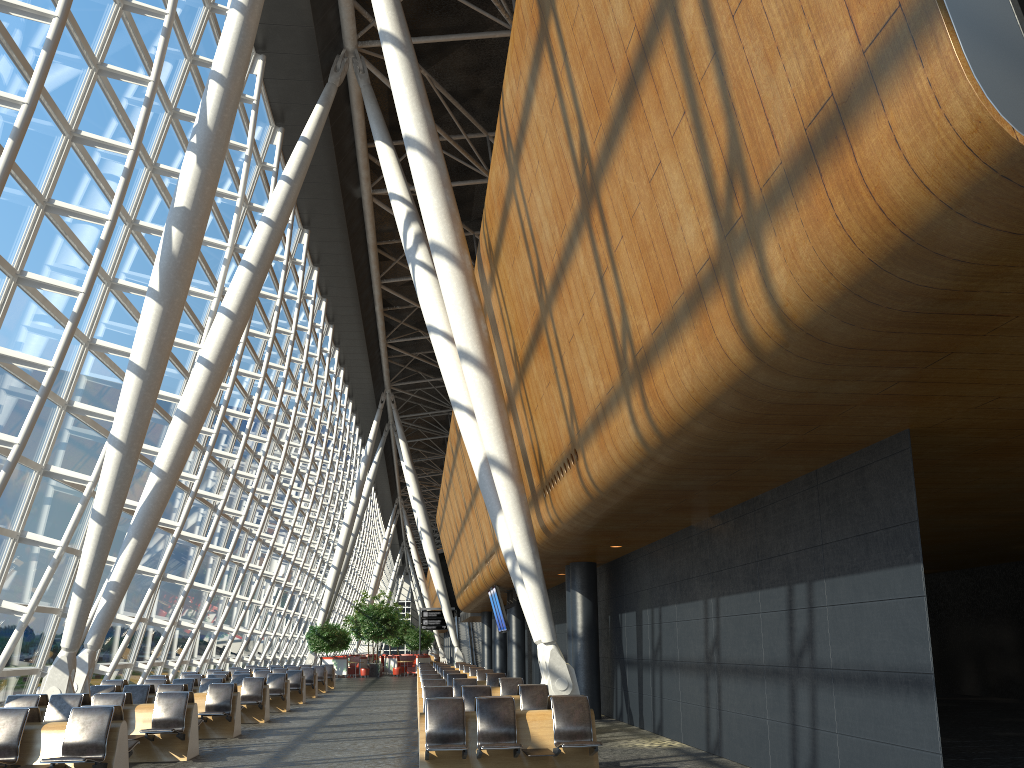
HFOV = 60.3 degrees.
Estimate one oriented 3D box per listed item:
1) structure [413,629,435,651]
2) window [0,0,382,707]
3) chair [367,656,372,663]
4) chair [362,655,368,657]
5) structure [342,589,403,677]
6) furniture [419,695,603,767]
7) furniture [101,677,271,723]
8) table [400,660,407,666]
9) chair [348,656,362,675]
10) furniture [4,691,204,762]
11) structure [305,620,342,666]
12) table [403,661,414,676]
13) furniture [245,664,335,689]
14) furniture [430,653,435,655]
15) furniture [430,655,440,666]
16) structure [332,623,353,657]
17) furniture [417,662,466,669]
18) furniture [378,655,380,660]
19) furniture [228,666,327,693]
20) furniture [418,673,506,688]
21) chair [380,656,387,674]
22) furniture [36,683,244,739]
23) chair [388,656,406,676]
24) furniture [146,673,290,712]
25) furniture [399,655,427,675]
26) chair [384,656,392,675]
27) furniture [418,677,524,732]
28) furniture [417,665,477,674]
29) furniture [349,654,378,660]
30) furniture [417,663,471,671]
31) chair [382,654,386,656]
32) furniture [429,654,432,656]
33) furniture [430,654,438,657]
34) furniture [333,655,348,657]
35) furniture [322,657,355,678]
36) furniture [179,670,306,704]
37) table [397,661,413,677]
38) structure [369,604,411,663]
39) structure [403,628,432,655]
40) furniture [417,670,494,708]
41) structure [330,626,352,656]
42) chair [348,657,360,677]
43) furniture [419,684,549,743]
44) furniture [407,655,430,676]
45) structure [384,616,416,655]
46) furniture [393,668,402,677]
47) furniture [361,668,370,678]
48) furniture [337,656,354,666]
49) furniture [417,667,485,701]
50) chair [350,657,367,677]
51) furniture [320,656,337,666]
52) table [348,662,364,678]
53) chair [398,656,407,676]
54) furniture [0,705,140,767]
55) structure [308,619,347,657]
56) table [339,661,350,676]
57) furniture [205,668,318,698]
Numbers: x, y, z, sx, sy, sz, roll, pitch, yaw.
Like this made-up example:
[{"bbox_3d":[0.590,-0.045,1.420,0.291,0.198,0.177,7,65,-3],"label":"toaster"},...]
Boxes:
[{"bbox_3d":[-6.696,19.500,65.382,1.955,2.932,1.906,-12,-17,40],"label":"structure"},{"bbox_3d":[-13.227,15.970,72.160,3.720,13.731,170.165,0,-17,-6],"label":"window"},{"bbox_3d":[-8.653,16.641,52.341,0.662,0.989,0.635,-5,-13,18],"label":"chair"},{"bbox_3d":[-9.148,17.024,53.600,0.624,0.989,0.674,-5,-13,18],"label":"chair"},{"bbox_3d":[-7.609,13.344,47.334,3.095,4.438,5.933,2,-15,-13],"label":"structure"},{"bbox_3d":[-0.052,3.847,9.589,1.896,0.851,1.699,1,-16,-6],"label":"furniture"},{"bbox_3d":[-6.525,6.312,17.554,3.251,0.851,1.699,1,-16,-6],"label":"furniture"},{"bbox_3d":[-6.165,15.616,48.574,0.799,0.734,0.817,-3,-14,10],"label":"table"},{"bbox_3d":[-8.644,15.398,48.171,0.628,0.989,0.669,-11,-16,38],"label":"chair"},{"bbox_3d":[-5.887,4.556,11.694,3.251,0.851,1.699,1,-16,-6],"label":"furniture"},{"bbox_3d":[-9.360,13.171,43.670,1.799,2.720,1.753,-12,-17,40],"label":"structure"},{"bbox_3d":[-5.492,14.924,46.287,0.799,0.734,0.817,-3,-14,10],"label":"table"},{"bbox_3d":[-8.120,10.704,32.204,3.251,0.851,1.699,1,-16,-6],"label":"furniture"},{"bbox_3d":[-8.706,27.670,89.057,1.896,0.851,1.699,1,-16,-6],"label":"furniture"},{"bbox_3d":[-6.791,22.400,71.477,1.896,0.851,1.699,1,-16,-6],"label":"furniture"},{"bbox_3d":[-10.118,15.227,50.654,1.851,2.791,1.804,-12,-17,40],"label":"structure"},{"bbox_3d":[-2.604,10.874,33.028,1.896,0.851,1.699,1,-16,-6],"label":"furniture"},{"bbox_3d":[-12.627,23.108,73.583,3.251,0.851,1.699,1,-16,-6],"label":"furniture"},{"bbox_3d":[-7.801,9.826,29.274,3.251,0.851,1.699,1,-16,-6],"label":"furniture"},{"bbox_3d":[-1.009,6.482,18.378,1.896,0.851,1.699,1,-16,-6],"label":"furniture"},{"bbox_3d":[-6.903,15.610,48.963,0.664,0.989,0.633,-8,-14,28],"label":"chair"},{"bbox_3d":[-6.206,5.434,14.624,3.251,0.851,1.699,1,-16,-6],"label":"furniture"},{"bbox_3d":[-5.965,14.629,45.719,0.628,0.989,0.669,-11,-16,38],"label":"chair"},{"bbox_3d":[-6.844,7.191,20.484,3.251,0.851,1.699,1,-16,-6],"label":"furniture"},{"bbox_3d":[-5.631,15.610,49.023,0.896,0.986,2.871,10,-19,-37],"label":"furniture"},{"bbox_3d":[-6.502,15.279,47.873,0.626,0.989,0.672,-8,-14,28],"label":"chair"},{"bbox_3d":[-0.690,5.604,15.449,1.896,0.851,1.699,1,-16,-6],"label":"furniture"},{"bbox_3d":[-1.966,9.117,27.168,1.896,0.851,1.699,1,-16,-6],"label":"furniture"},{"bbox_3d":[-10.645,20.096,63.831,0.896,0.986,2.870,-10,-19,34],"label":"furniture"},{"bbox_3d":[-2.285,9.996,30.098,1.896,0.851,1.699,1,-16,-6],"label":"furniture"},{"bbox_3d":[-9.485,19.979,63.491,0.662,0.989,0.635,4,-14,-21],"label":"chair"},{"bbox_3d":[-8.068,25.913,83.197,1.896,0.851,1.699,1,-16,-6],"label":"furniture"},{"bbox_3d":[-7.110,23.278,74.407,1.896,0.851,1.699,1,-16,-6],"label":"furniture"},{"bbox_3d":[-10.620,17.526,55.215,0.889,0.985,2.895,-2,-16,6],"label":"furniture"},{"bbox_3d":[-9.003,14.488,45.105,0.896,0.986,2.871,10,-19,-37],"label":"furniture"},{"bbox_3d":[-7.163,8.069,23.414,3.251,0.851,1.699,1,-16,-6],"label":"furniture"},{"bbox_3d":[-5.454,14.474,44.779,0.799,0.734,0.817,-3,-14,10],"label":"table"},{"bbox_3d":[-8.875,18.024,62.969,3.099,4.438,5.865,-4,-15,16],"label":"structure"},{"bbox_3d":[-5.909,16.551,55.164,1.799,2.720,1.753,-12,-17,40],"label":"structure"},{"bbox_3d":[-1.328,7.361,21.308,1.896,0.851,1.699,1,-16,-6],"label":"furniture"},{"bbox_3d":[-10.702,16.212,53.865,1.823,2.754,1.777,-12,-17,40],"label":"structure"},{"bbox_3d":[-8.351,14.830,46.280,0.624,0.989,0.674,-5,-13,18],"label":"chair"},{"bbox_3d":[-0.371,4.726,12.519,1.896,0.851,1.699,1,-16,-6],"label":"furniture"},{"bbox_3d":[-4.811,14.767,46.233,0.889,0.985,2.895,-2,-16,6],"label":"furniture"},{"bbox_3d":[-7.467,17.229,58.555,2.280,3.403,2.268,-2,-13,6],"label":"structure"},{"bbox_3d":[-5.780,14.503,44.366,0.443,0.450,0.453,-2,-14,6],"label":"furniture"},{"bbox_3d":[-7.299,14.347,43.774,0.447,0.450,0.449,-11,-17,35],"label":"furniture"},{"bbox_3d":[-9.800,16.682,52.425,0.896,0.986,2.871,10,-19,-37],"label":"furniture"},{"bbox_3d":[-1.647,8.239,24.238,1.896,0.851,1.699,1,-16,-6],"label":"furniture"},{"bbox_3d":[-7.856,14.447,45.020,0.662,0.989,0.635,-5,-13,18],"label":"chair"},{"bbox_3d":[-9.823,15.332,47.895,0.889,0.985,2.895,-2,-16,6],"label":"furniture"},{"bbox_3d":[-7.788,14.260,43.954,0.804,0.734,0.812,9,-17,-34],"label":"table"},{"bbox_3d":[-6.032,14.956,46.810,0.667,0.989,0.630,-11,-16,38],"label":"chair"},{"bbox_3d":[-5.568,3.678,8.764,3.251,0.851,1.699,1,-16,-6],"label":"furniture"},{"bbox_3d":[-9.760,13.928,46.514,1.929,2.906,1.896,7,-15,-31],"label":"structure"},{"bbox_3d":[-9.161,15.435,47.832,0.799,0.734,0.817,-3,-14,10],"label":"table"},{"bbox_3d":[-7.482,8.947,26.344,3.251,0.851,1.699,1,-16,-6],"label":"furniture"}]
